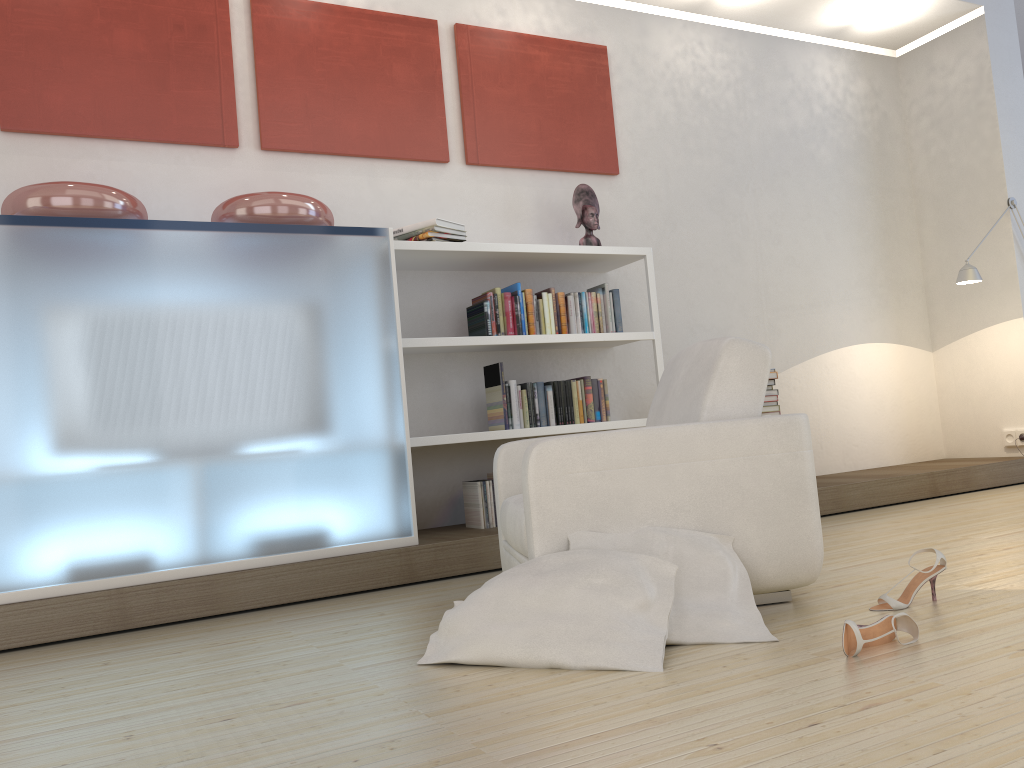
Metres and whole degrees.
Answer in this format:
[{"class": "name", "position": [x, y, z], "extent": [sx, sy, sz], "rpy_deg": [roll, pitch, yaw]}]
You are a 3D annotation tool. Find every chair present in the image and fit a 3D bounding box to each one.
[{"class": "chair", "position": [0.434, 0.284, 3.056], "extent": [0.941, 0.828, 0.919], "rpy_deg": [-5, -4, -8]}]

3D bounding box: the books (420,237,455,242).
[{"class": "books", "position": [-0.432, -0.691, 4.494], "extent": [0.287, 0.018, 0.247], "rpy_deg": [-8, -5, 36]}]

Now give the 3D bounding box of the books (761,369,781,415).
[{"class": "books", "position": [1.459, 0.269, 5.238], "extent": [0.270, 0.694, 0.329], "rpy_deg": [-3, -4, -28]}]

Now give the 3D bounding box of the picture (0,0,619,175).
[{"class": "picture", "position": [-0.822, -1.574, 4.612], "extent": [3.227, 0.794, 0.030], "rpy_deg": [-3, -4, -28]}]

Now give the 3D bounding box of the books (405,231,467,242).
[{"class": "books", "position": [-0.416, -0.715, 4.478], "extent": [0.247, 0.025, 0.287], "rpy_deg": [-2, -5, -43]}]

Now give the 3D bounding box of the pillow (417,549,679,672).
[{"class": "pillow", "position": [0.086, 0.607, 2.375], "extent": [0.712, 0.287, 0.299], "rpy_deg": [-7, -4, 25]}]

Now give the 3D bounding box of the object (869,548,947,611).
[{"class": "object", "position": [1.145, 0.564, 2.573], "extent": [0.265, 0.149, 0.089], "rpy_deg": [-4, -4, -15]}]

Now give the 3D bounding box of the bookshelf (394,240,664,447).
[{"class": "bookshelf", "position": [0.016, 0.008, 4.642], "extent": [1.599, 1.396, 0.465], "rpy_deg": [-3, -4, -28]}]

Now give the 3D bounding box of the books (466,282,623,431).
[{"class": "books", "position": [0.205, -0.150, 4.658], "extent": [0.831, 0.743, 0.215], "rpy_deg": [-3, -4, -28]}]

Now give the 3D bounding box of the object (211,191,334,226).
[{"class": "object", "position": [-1.082, -0.737, 4.028], "extent": [0.534, 0.206, 0.546], "rpy_deg": [-6, -4, 9]}]

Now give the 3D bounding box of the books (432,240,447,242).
[{"class": "books", "position": [-0.425, -0.674, 4.489], "extent": [0.328, 0.018, 0.247], "rpy_deg": [-8, -5, 37]}]

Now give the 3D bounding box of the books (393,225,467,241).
[{"class": "books", "position": [-0.431, -0.741, 4.494], "extent": [0.328, 0.027, 0.247], "rpy_deg": [-8, -5, 37]}]

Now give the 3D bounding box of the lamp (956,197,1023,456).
[{"class": "lamp", "position": [3.213, -0.309, 5.784], "extent": [0.891, 1.841, 0.204], "rpy_deg": [-3, -4, -32]}]

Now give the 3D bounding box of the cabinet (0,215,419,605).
[{"class": "cabinet", "position": [-1.362, 0.077, 3.792], "extent": [1.670, 1.396, 0.689], "rpy_deg": [-3, -4, -28]}]

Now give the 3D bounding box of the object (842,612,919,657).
[{"class": "object", "position": [0.856, 0.600, 2.153], "extent": [0.287, 0.091, 0.121], "rpy_deg": [-3, -4, -29]}]

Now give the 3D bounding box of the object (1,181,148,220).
[{"class": "object", "position": [-1.794, -0.697, 3.657], "extent": [0.546, 0.206, 0.534], "rpy_deg": [-2, -5, -40]}]

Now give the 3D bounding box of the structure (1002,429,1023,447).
[{"class": "structure", "position": [3.403, 0.363, 5.970], "extent": [0.028, 0.114, 0.206], "rpy_deg": [-3, -4, -28]}]

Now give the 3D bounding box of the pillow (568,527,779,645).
[{"class": "pillow", "position": [0.367, 0.552, 2.438], "extent": [0.615, 0.315, 0.312], "rpy_deg": [-5, -4, -1]}]

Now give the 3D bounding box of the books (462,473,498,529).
[{"class": "books", "position": [0.302, 0.543, 4.611], "extent": [1.125, 0.281, 0.274], "rpy_deg": [-4, -4, -21]}]

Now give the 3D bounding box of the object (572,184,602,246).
[{"class": "object", "position": [0.423, -0.918, 4.939], "extent": [0.133, 0.409, 0.138], "rpy_deg": [-6, -4, 19]}]

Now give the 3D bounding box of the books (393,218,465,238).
[{"class": "books", "position": [-0.434, -0.773, 4.496], "extent": [0.319, 0.038, 0.247], "rpy_deg": [-8, -4, 33]}]
